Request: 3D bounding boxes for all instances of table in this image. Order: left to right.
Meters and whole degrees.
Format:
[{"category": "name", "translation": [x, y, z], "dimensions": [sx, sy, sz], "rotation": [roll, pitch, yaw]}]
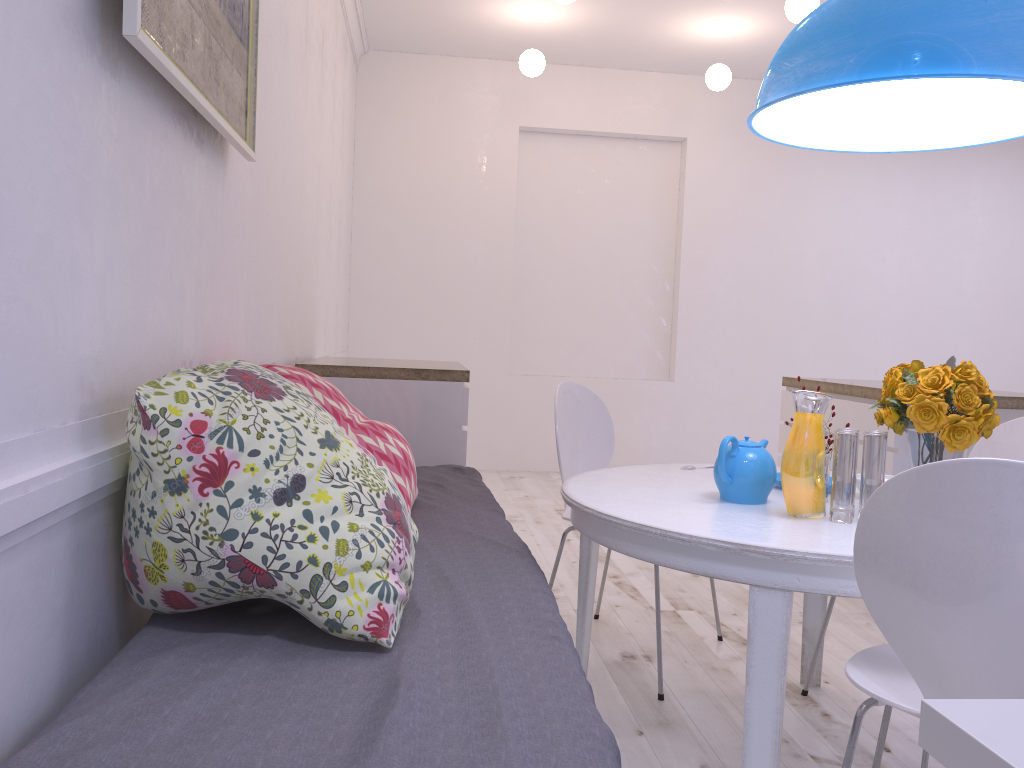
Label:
[{"category": "table", "translation": [0.671, 0.583, 2.092], "dimensions": [1.140, 0.629, 1.140], "rotation": [4, 3, 23]}, {"category": "table", "translation": [1.206, 0.688, 0.663], "dimensions": [1.514, 0.619, 0.736], "rotation": [2, 3, -6]}]

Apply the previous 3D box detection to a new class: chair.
[{"category": "chair", "translation": [0.367, 0.426, 2.787], "dimensions": [0.483, 0.845, 0.604], "rotation": [4, 4, 29]}, {"category": "chair", "translation": [1.110, 0.488, 2.229], "dimensions": [0.483, 0.845, 0.604], "rotation": [2, 3, -6]}, {"category": "chair", "translation": [0.800, 0.519, 1.400], "dimensions": [0.604, 0.845, 0.483], "rotation": [5, 4, 39]}]

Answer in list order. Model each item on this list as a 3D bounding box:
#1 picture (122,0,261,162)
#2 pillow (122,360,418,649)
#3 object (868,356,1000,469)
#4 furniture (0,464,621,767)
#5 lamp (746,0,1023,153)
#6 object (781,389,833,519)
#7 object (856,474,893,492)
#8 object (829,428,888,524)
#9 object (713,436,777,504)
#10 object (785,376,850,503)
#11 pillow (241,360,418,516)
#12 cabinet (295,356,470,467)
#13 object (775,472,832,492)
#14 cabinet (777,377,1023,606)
[{"category": "picture", "translation": [-0.600, -0.854, 1.770], "dimensions": [0.020, 0.629, 0.971], "rotation": [2, 3, -6]}, {"category": "pillow", "translation": [-0.421, 0.187, 1.629], "dimensions": [0.509, 0.447, 0.592], "rotation": [2, 3, -1]}, {"category": "object", "translation": [0.875, 0.114, 1.844], "dimensions": [0.234, 0.351, 0.235], "rotation": [0, 4, -41]}, {"category": "furniture", "translation": [-0.293, 0.623, 1.701], "dimensions": [0.769, 0.508, 3.296], "rotation": [2, 3, -6]}, {"category": "lamp", "translation": [0.772, -1.460, 1.599], "dimensions": [0.568, 1.948, 0.568], "rotation": [4, 3, 28]}, {"category": "object", "translation": [0.614, 0.145, 1.853], "dimensions": [0.094, 0.267, 0.116], "rotation": [4, 3, 21]}, {"category": "object", "translation": [0.883, 0.250, 2.107], "dimensions": [0.147, 0.052, 0.147], "rotation": [5, 4, 36]}, {"category": "object", "translation": [0.720, 0.190, 1.841], "dimensions": [0.101, 0.186, 0.122], "rotation": [4, 3, 24]}, {"category": "object", "translation": [0.525, 0.189, 2.013], "dimensions": [0.156, 0.151, 0.150], "rotation": [2, 3, -3]}, {"category": "object", "translation": [0.691, 0.127, 2.055], "dimensions": [0.128, 0.287, 0.128], "rotation": [2, 3, -4]}, {"category": "pillow", "translation": [-0.490, 0.151, 2.309], "dimensions": [0.491, 0.424, 0.587], "rotation": [2, 3, -3]}, {"category": "cabinet", "translation": [-0.557, 0.327, 3.880], "dimensions": [0.654, 0.842, 1.036], "rotation": [2, 3, -6]}, {"category": "object", "translation": [0.741, 0.251, 2.244], "dimensions": [0.196, 0.023, 0.196], "rotation": [1, 3, -19]}, {"category": "cabinet", "translation": [1.673, 0.430, 3.757], "dimensions": [0.654, 0.842, 1.167], "rotation": [2, 3, -6]}]
